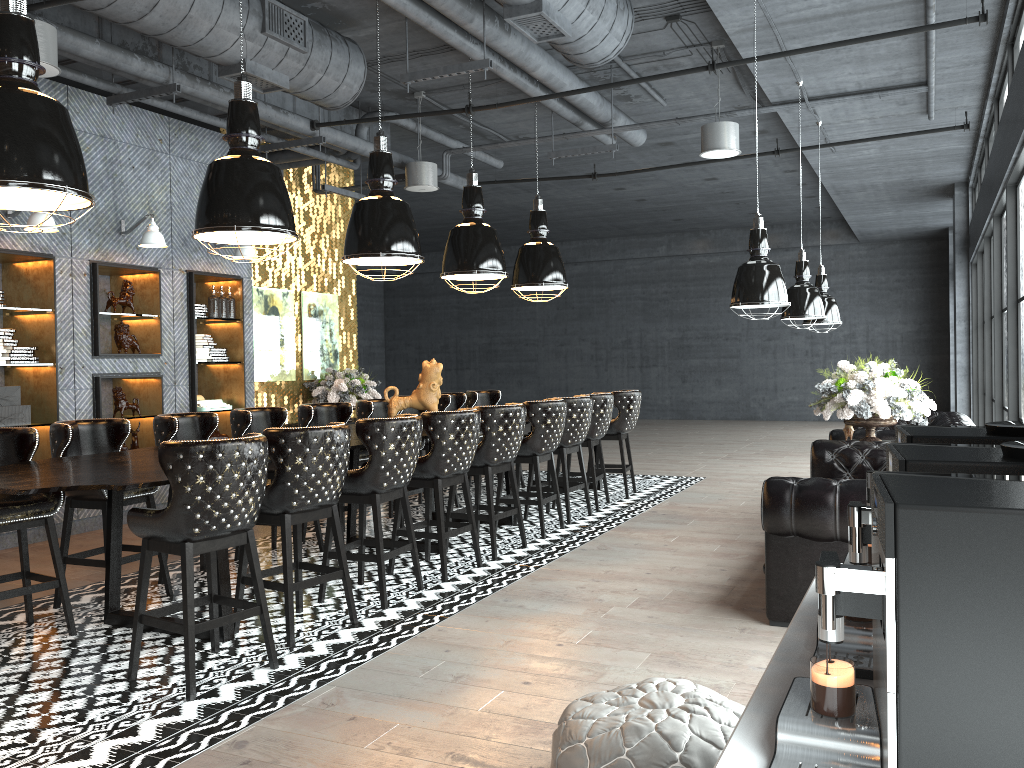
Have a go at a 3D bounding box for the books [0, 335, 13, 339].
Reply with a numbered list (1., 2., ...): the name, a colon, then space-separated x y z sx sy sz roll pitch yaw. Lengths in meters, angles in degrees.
1. books: -4.120 -0.369 7.043 0.193 0.028 0.245 -1 1 -5

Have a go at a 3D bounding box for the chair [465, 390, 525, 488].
1. chair: -0.237 0.618 9.816 0.568 1.092 0.504 0 1 34

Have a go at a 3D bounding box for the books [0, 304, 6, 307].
1. books: -4.143 -0.614 6.967 0.193 0.028 0.245 0 2 41

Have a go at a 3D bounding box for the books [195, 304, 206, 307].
1. books: -3.240 -0.790 8.924 0.193 0.028 0.245 0 2 28

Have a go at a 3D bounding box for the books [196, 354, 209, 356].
1. books: -3.209 -0.289 8.910 0.245 0.028 0.193 0 2 27

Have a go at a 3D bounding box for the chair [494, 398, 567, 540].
1. chair: 0.172 0.673 7.243 0.568 1.092 0.504 -1 1 23

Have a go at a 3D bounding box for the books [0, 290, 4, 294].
1. books: -4.180 -0.727 6.985 0.193 0.028 0.245 0 2 25

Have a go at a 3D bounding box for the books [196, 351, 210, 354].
1. books: -3.201 -0.318 8.906 0.245 0.028 0.193 0 1 20

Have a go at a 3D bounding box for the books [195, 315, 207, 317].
1. books: -3.233 -0.677 8.935 0.193 0.028 0.245 0 2 30

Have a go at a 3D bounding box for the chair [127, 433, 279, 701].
1. chair: -1.376 0.778 3.992 0.568 1.092 0.504 0 1 35

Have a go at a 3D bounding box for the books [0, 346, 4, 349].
1. books: -4.134 -0.282 6.929 0.245 0.028 0.193 0 2 32

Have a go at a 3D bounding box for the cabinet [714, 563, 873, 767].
1. cabinet: -3.714 1.026 1.196 8.419 0.826 6.313 0 2 25

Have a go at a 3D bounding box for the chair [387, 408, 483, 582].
1. chair: -0.484 0.716 5.942 0.568 1.092 0.504 -1 1 28

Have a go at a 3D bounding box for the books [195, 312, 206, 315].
1. books: -3.237 -0.705 8.904 0.193 0.028 0.245 0 2 29

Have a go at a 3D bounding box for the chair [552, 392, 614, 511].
1. chair: 0.705 0.633 8.529 0.568 1.092 0.504 -1 1 19

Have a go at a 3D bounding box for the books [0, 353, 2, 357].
1. books: -4.148 -0.225 6.926 0.245 0.028 0.193 0 2 31

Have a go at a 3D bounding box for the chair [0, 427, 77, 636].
1. chair: -2.679 0.786 4.621 0.568 1.092 0.504 0 1 34

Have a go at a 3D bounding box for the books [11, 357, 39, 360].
1. books: -4.017 -0.206 7.202 0.193 0.028 0.245 0 2 36

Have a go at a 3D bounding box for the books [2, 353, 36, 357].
1. books: -4.066 -0.234 7.239 0.193 0.028 0.245 0 1 21

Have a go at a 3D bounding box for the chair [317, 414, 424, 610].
1. chair: -0.812 0.737 5.319 0.568 1.092 0.504 -1 1 22

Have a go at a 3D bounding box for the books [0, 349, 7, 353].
1. books: -4.107 -0.254 6.938 0.245 0.028 0.193 0 2 38

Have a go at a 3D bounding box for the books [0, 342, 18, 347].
1. books: -4.088 -0.313 7.055 0.193 0.028 0.245 -1 1 -6

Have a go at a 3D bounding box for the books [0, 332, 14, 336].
1. books: -4.103 -0.397 7.048 0.193 0.028 0.245 -1 1 -14

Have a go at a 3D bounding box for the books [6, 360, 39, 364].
1. books: -4.034 -0.178 7.234 0.193 0.028 0.245 0 2 29

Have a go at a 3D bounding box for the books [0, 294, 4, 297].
1. books: -4.174 -0.698 6.975 0.193 0.028 0.245 -1 1 17

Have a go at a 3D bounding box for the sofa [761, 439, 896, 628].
1. sofa: 2.322 0.811 5.409 1.239 0.838 2.566 0 1 25

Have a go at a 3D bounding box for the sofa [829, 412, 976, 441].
1. sofa: 3.723 0.715 8.366 1.239 0.838 2.566 0 1 25

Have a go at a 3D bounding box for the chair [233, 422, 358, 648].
1. chair: -1.128 0.758 4.677 0.568 1.092 0.504 0 1 34

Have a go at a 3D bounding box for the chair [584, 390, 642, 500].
1. chair: 1.062 0.611 9.170 0.568 1.092 0.504 -1 1 18

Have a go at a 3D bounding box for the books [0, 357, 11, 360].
1. books: -4.109 -0.198 6.964 0.245 0.028 0.193 0 2 24

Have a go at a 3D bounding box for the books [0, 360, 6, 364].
1. books: -4.126 -0.169 6.928 0.245 0.028 0.193 -1 1 18

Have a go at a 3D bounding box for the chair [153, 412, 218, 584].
1. chair: -2.077 0.744 5.916 0.568 1.092 0.504 -1 1 16

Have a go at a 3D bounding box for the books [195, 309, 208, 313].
1. books: -3.225 -0.734 8.931 0.193 0.028 0.245 0 2 27

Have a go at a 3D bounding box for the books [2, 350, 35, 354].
1. books: -4.056 -0.262 7.212 0.193 0.028 0.245 -1 1 15

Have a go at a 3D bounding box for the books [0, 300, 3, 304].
1. books: -4.156 -0.641 6.942 0.193 0.028 0.245 0 2 36

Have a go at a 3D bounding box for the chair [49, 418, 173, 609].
1. chair: -2.455 0.765 5.337 0.568 1.092 0.504 -1 1 22

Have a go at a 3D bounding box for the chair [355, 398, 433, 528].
1. chair: -1.082 0.681 7.819 0.568 1.092 0.504 -1 1 27

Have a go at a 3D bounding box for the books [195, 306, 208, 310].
1. books: -3.230 -0.762 8.944 0.193 0.028 0.245 0 2 25

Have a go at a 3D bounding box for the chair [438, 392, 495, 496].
1. chair: -0.539 0.639 9.163 0.568 1.092 0.504 -1 1 18

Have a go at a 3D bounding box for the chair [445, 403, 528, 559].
1. chair: -0.170 0.695 6.580 0.568 1.092 0.504 0 1 30

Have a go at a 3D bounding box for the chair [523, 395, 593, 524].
1. chair: 0.443 0.653 7.876 0.568 1.092 0.504 0 1 29

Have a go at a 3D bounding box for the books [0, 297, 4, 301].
1. books: -4.165 -0.670 6.968 0.193 0.028 0.245 0 2 33

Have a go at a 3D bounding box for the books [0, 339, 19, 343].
1. books: -4.081 -0.341 7.049 0.193 0.028 0.245 -1 1 -3

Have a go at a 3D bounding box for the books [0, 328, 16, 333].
1. books: -4.113 -0.426 7.058 0.193 0.028 0.245 -1 1 0

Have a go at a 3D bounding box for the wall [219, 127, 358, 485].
1. wall: -2.574 -0.969 10.620 0.024 4.382 2.445 -1 1 25

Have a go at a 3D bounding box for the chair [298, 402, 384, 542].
1. chair: -1.426 0.704 7.140 0.568 1.092 0.504 0 1 34

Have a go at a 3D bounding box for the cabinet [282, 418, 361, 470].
1. cabinet: -2.087 0.817 10.718 0.710 0.738 1.386 0 1 25

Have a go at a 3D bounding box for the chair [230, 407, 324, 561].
1. chair: -1.775 0.724 6.553 0.568 1.092 0.504 -1 1 20

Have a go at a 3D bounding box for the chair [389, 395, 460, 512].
1. chair: -0.887 0.660 8.536 0.568 1.092 0.504 -1 1 27

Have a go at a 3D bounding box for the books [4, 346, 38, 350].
1. books: -4.049 -0.291 7.251 0.193 0.028 0.245 -1 1 20
